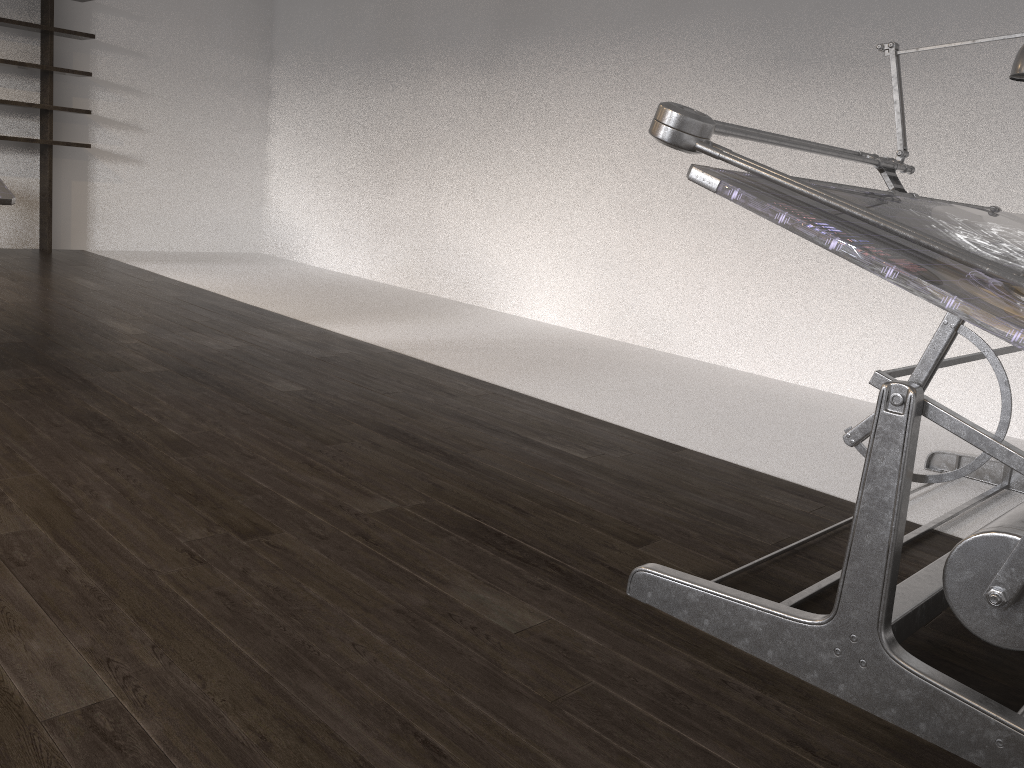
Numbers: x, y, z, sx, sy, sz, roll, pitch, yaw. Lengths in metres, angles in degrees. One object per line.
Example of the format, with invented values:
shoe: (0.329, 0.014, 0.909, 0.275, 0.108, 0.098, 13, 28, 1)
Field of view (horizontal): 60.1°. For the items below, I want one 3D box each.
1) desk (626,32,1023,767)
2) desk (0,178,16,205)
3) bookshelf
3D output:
desk: (1.248, -0.194, 2.112, 1.084, 1.374, 2.074, 16, 16, 43)
desk: (-2.838, -0.743, 2.738, 1.084, 1.374, 2.074, 16, 16, 43)
bookshelf: (-6.499, -1.478, 3.520, 0.376, 3.178, 9.200, 15, 16, 43)
